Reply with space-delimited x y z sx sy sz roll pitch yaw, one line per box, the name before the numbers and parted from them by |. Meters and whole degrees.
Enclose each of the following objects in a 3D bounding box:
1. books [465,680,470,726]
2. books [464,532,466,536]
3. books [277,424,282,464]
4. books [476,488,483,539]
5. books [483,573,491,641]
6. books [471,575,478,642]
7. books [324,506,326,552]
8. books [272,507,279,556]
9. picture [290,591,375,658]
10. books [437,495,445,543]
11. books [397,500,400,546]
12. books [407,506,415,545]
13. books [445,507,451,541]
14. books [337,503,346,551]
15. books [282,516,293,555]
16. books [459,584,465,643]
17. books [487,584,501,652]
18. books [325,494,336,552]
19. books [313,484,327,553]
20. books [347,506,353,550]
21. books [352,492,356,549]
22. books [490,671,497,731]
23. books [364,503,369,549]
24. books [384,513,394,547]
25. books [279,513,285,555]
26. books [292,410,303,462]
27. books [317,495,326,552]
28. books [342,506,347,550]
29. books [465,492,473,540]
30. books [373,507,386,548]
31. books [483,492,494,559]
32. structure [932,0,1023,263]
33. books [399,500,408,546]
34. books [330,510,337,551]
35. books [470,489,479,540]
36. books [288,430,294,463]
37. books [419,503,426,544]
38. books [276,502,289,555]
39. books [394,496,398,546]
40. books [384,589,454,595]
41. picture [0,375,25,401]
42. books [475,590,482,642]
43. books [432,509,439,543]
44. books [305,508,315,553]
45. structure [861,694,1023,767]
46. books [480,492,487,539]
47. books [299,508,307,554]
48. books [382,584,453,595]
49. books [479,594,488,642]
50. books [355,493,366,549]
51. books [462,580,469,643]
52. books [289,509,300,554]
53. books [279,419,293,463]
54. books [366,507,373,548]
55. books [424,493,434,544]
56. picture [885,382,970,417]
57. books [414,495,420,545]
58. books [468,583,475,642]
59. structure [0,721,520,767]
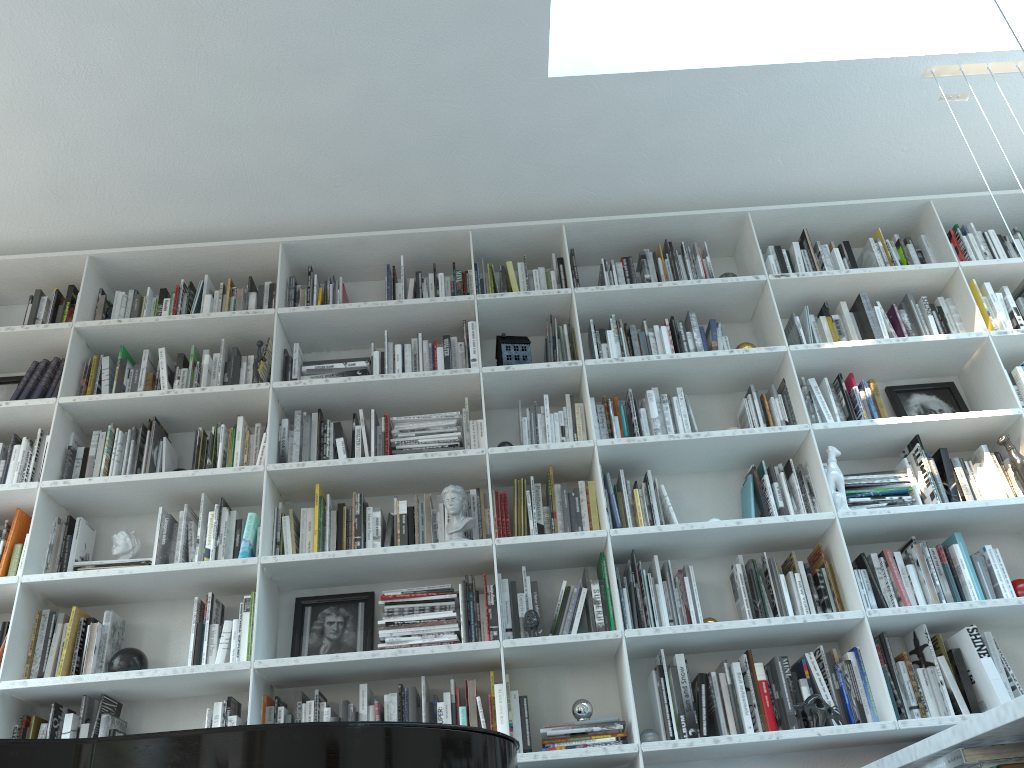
books | -0.148 1.189 3.091 0.010 0.282 0.132 -4 -31 -2
books | -0.188 0.584 3.457 0.021 0.240 0.104 -4 -31 -2
books | -0.929 0.311 3.611 0.012 0.252 0.161 -4 -31 -2
books | -0.122 0.557 3.446 0.014 0.264 0.154 -4 -31 -2
books | -0.089 0.862 3.260 0.011 0.278 0.187 -4 -31 -2
books | -0.133 0.867 3.271 0.011 0.286 0.152 -4 -31 -2
books | -0.707 0.613 3.427 0.010 0.243 0.150 -4 -31 -2
books | -0.899 0.624 3.423 0.012 0.252 0.161 -4 -31 -2
picture | -0.664 0.923 3.297 0.300 0.298 0.078 -4 -31 -2
books | -0.271 0.575 3.446 0.024 0.257 0.127 -4 -31 -2
books | -0.428 0.593 3.427 0.010 0.232 0.176 -4 -31 -2
books | -0.378 0.599 3.412 0.029 0.199 0.179 -4 -31 -2
books | -0.240 0.596 3.430 0.035 0.200 0.150 -4 -31 -2
books | -0.654 0.609 3.442 0.028 0.258 0.135 -4 -31 -2
books | -0.844 0.630 3.399 0.053 0.207 0.157 -4 -31 -2
books | -0.178 0.881 3.254 0.012 0.252 0.161 -4 -31 -2
books | -0.064 0.876 3.239 0.034 0.228 0.200 -4 -31 -2
books | -0.698 0.588 3.421 0.010 0.279 0.171 -4 -31 -2
books | -0.736 0.567 3.417 0.014 0.316 0.189 -4 -31 -2
books | -0.614 0.610 3.427 0.025 0.234 0.137 -4 -31 -2
books | -0.597 0.584 3.434 0.013 0.282 0.177 -4 -31 -2
books | -0.059 1.171 3.091 0.011 0.299 0.150 -4 -31 -2
books | -0.557 0.602 3.438 0.011 0.250 0.131 -4 -31 -2
books | -0.470 0.618 3.428 0.050 0.198 0.146 -4 -31 -2
books | -0.877 0.634 3.426 0.011 0.234 0.142 -4 -31 -2
books | -0.859 0.281 3.614 0.026 0.295 0.180 -4 -31 -2
books | -0.720 0.588 3.404 0.015 0.265 0.190 -4 -31 -2
books | -0.633 0.610 3.418 0.012 0.226 0.170 -4 -31 -2
books | -0.166 0.565 3.447 0.025 0.258 0.131 -4 -31 -2
books | -0.510 0.608 3.420 0.030 0.213 0.169 -4 -31 -2
books | -0.090 0.565 3.463 0.023 0.263 0.107 -4 -31 -2
structure | 1.546 -0.708 2.087 2.613 3.363 1.965 -4 -31 -2
books | -0.408 0.590 3.415 0.029 0.223 0.186 -4 -31 -2
books | -0.679 0.621 3.428 0.024 0.227 0.148 -4 -31 -2
books | -0.142 0.561 3.462 0.025 0.277 0.108 -4 -31 -2
books | -0.883 0.321 3.611 0.027 0.227 0.148 -4 -31 -2
books | -0.340 0.597 3.444 0.025 0.229 0.143 -4 -31 -2
books | -0.889 0.616 3.439 0.010 0.280 0.141 -4 -31 -2
books | -0.440 0.585 3.436 0.014 0.257 0.162 -4 -31 -2
books | -0.342 0.802 3.306 0.254 0.012 0.161 -3 -31 -5
picture | -2.261 0.091 3.804 0.300 0.298 0.078 -4 -31 -2
books | -0.119 0.894 3.263 0.013 0.231 0.135 -4 -31 -2
books | -0.292 0.602 3.437 0.022 0.205 0.115 -4 -31 -2
books | -0.765 0.619 3.423 0.029 0.239 0.156 -4 -31 -2
structure | 1.549 0.941 1.546 2.899 0.655 3.130 -4 -31 -2
books | -0.108 0.564 3.455 0.014 0.259 0.138 -4 -31 -2
books | -0.793 0.621 3.429 0.026 0.246 0.140 -4 -31 -2
books | -0.343 0.791 3.310 0.254 0.012 0.161 -6 -31 1
books | -0.102 0.898 3.258 0.021 0.216 0.133 -4 -31 -2
books | -0.577 0.582 3.418 0.028 0.266 0.191 -4 -31 -2
books | -0.167 0.876 3.254 0.011 0.259 0.185 -4 -31 -2
books | -0.827 0.621 3.418 0.042 0.240 0.163 -4 -31 -2
books | -0.911 0.298 3.606 0.026 0.265 0.171 -4 -31 -2
books | -0.538 0.608 3.418 0.024 0.215 0.176 -4 -31 -2
books | -0.317 0.573 3.435 0.025 0.257 0.151 -4 -31 -2
picture | 1.785 0.119 3.765 0.300 0.298 0.078 -4 -31 -2
books | -0.360 0.573 3.415 0.012 0.243 0.187 -4 -31 -2
books | -0.143 0.882 3.263 0.013 0.255 0.163 -4 -31 -2
structure | -0.905 1.197 1.763 1.918 0.828 1.342 -4 -31 -2
